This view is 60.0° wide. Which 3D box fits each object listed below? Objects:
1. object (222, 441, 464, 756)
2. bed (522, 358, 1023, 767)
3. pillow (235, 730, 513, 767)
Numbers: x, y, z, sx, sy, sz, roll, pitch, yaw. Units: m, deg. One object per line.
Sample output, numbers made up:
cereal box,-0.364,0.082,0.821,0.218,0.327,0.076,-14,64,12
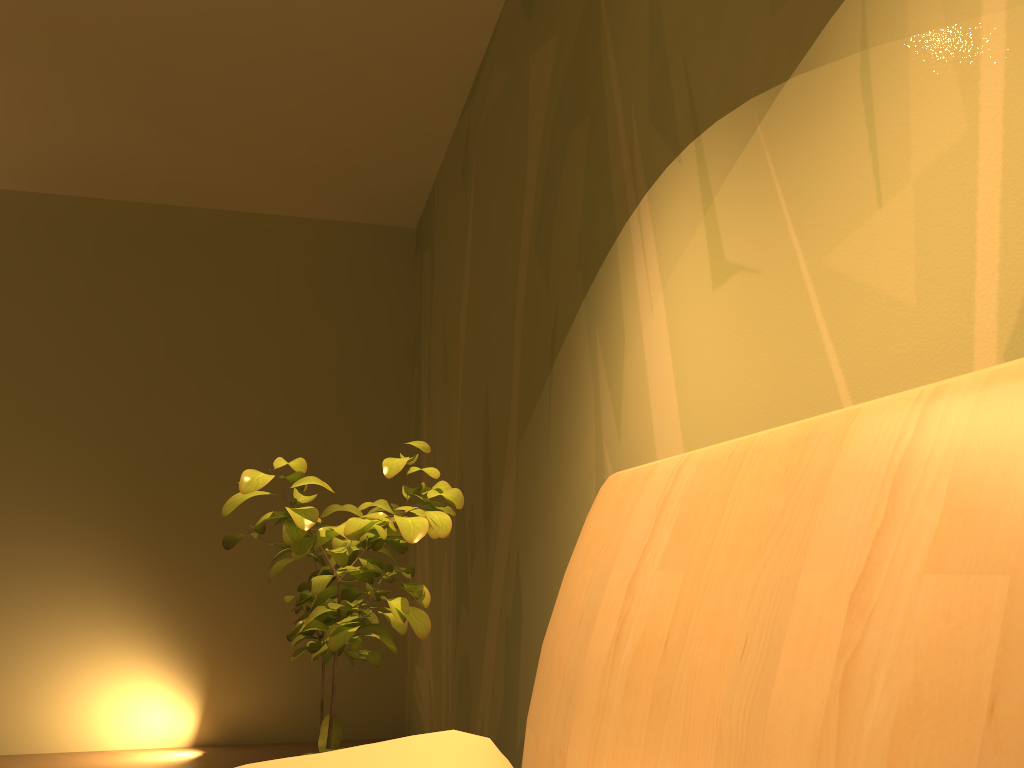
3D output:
object,-0.348,0.593,1.534,0.372,0.944,0.828,5,-12,-20
bed,-0.854,0.425,0.593,2.378,0.894,1.286,3,-12,-14
pillow,-0.176,0.444,0.753,0.482,0.213,0.801,1,-12,-4
